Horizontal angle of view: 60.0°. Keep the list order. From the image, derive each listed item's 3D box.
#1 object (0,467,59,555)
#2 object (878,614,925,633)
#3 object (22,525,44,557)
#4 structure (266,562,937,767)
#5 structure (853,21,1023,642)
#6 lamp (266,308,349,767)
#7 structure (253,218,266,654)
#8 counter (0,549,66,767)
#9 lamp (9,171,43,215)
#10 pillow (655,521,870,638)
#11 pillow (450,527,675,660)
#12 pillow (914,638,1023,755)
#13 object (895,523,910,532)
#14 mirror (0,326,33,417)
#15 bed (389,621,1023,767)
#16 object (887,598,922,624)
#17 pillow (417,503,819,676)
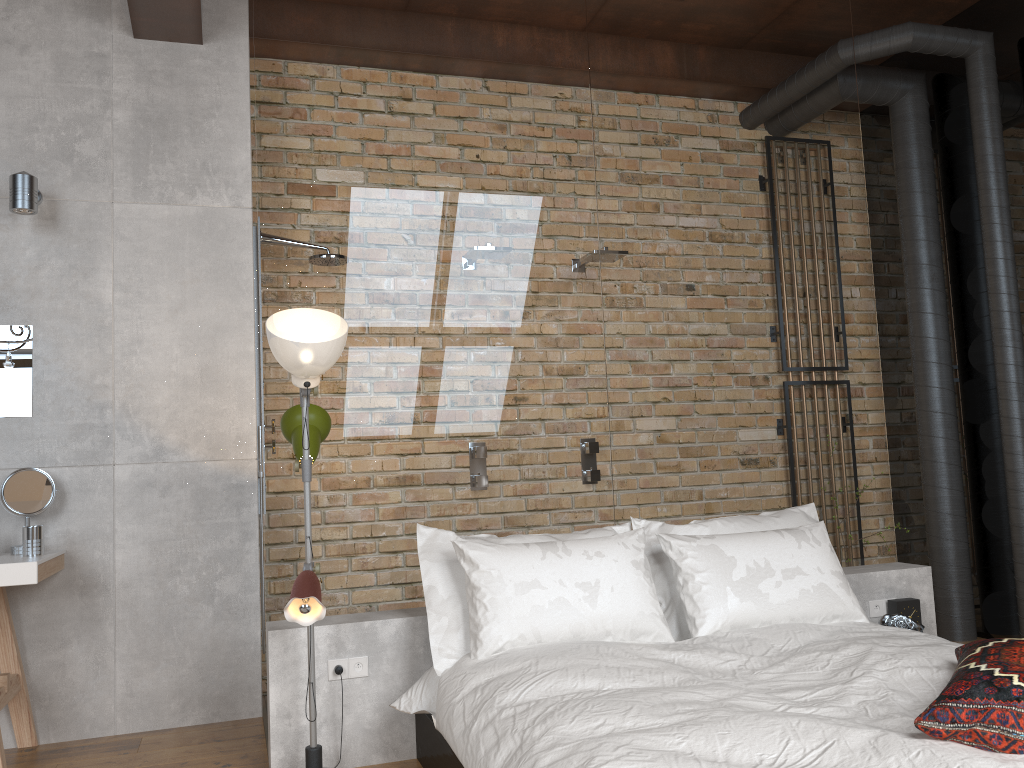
[{"bbox_3d":[-1.920,0.501,3.516,0.118,0.338,0.192,-5,-6,28],"label":"object"},{"bbox_3d":[1.556,0.972,3.538,0.170,0.094,0.160,-2,-5,-6],"label":"object"},{"bbox_3d":[-1.818,0.596,3.368,0.073,0.111,0.073,0,-6,-25],"label":"object"},{"bbox_3d":[0.484,1.083,3.556,2.820,0.494,0.206,-1,-5,-18],"label":"structure"},{"bbox_3d":[1.999,-0.203,4.771,0.829,3.140,1.189,-1,-5,-18],"label":"structure"},{"bbox_3d":[-0.695,0.538,2.970,0.270,1.582,0.561,-1,-6,-21],"label":"lamp"},{"bbox_3d":[-0.971,0.216,4.172,0.457,2.005,0.217,-1,-6,-22],"label":"structure"},{"bbox_3d":[-2.694,1.049,3.058,2.011,0.765,0.630,-1,-5,-18],"label":"counter"},{"bbox_3d":[-1.984,-0.767,3.632,0.101,0.168,0.243,-1,-5,-18],"label":"lamp"},{"bbox_3d":[0.932,0.732,3.312,0.748,0.385,0.291,-1,-5,-18],"label":"pillow"},{"bbox_3d":[0.176,0.722,3.071,0.744,0.397,0.276,-1,-5,-18],"label":"pillow"},{"bbox_3d":[1.231,0.708,2.050,0.453,0.157,0.748,-6,-6,32],"label":"pillow"},{"bbox_3d":[1.969,0.828,4.949,0.517,1.117,0.228,-7,-7,43],"label":"object"},{"bbox_3d":[-2.858,-0.039,3.385,1.838,0.377,0.007,-1,-5,-18],"label":"mirror"},{"bbox_3d":[0.964,0.988,2.465,2.300,0.442,2.169,-1,-5,-18],"label":"bed"},{"bbox_3d":[1.674,1.008,3.773,0.116,0.178,0.067,-1,-5,-15],"label":"object"},{"bbox_3d":[0.514,0.739,3.352,1.746,0.517,0.358,-1,-5,-19],"label":"pillow"}]
